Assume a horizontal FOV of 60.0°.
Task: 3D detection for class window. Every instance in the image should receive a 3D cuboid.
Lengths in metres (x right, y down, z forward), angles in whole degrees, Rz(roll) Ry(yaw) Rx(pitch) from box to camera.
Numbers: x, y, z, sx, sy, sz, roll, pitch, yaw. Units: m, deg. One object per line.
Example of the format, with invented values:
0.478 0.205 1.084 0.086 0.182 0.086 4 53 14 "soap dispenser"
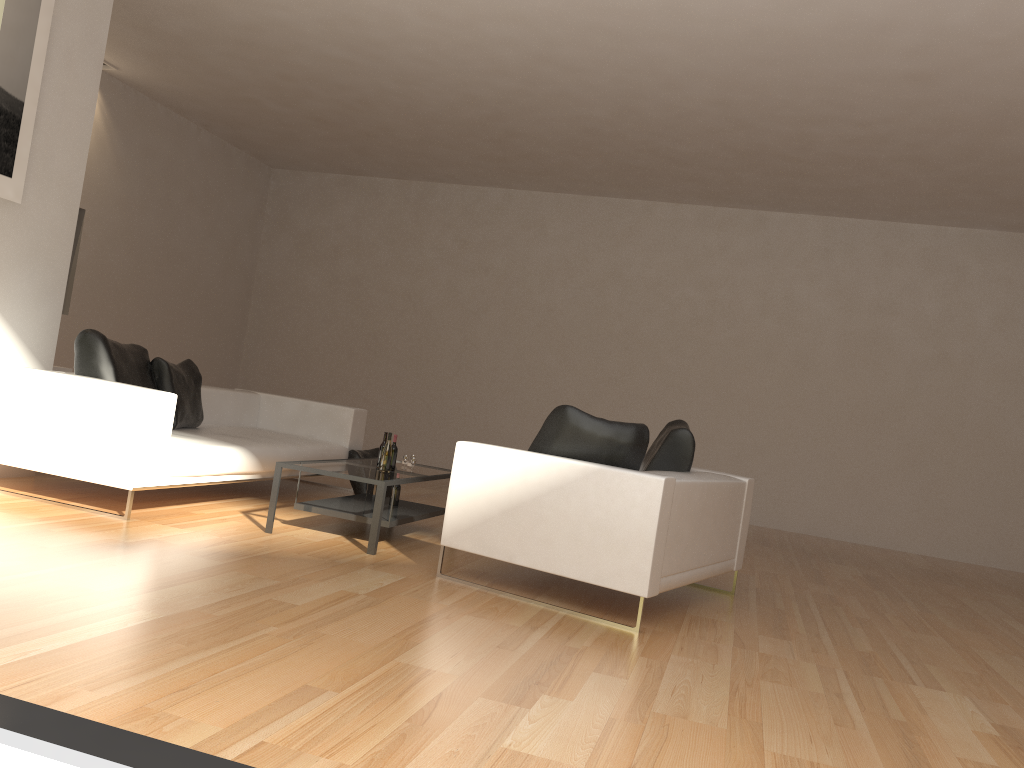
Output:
-0.366 -0.672 1.984 5.198 3.189 0.152 8 -1 15 "window"

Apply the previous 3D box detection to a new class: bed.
-2.275 0.414 6.620 1.262 0.761 3.075 8 -1 15 "bed"

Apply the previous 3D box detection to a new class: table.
-0.903 0.791 5.947 0.709 0.460 1.566 8 -1 15 "table"

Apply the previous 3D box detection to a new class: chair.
0.538 0.811 5.210 1.262 0.761 1.671 8 -2 30 "chair"

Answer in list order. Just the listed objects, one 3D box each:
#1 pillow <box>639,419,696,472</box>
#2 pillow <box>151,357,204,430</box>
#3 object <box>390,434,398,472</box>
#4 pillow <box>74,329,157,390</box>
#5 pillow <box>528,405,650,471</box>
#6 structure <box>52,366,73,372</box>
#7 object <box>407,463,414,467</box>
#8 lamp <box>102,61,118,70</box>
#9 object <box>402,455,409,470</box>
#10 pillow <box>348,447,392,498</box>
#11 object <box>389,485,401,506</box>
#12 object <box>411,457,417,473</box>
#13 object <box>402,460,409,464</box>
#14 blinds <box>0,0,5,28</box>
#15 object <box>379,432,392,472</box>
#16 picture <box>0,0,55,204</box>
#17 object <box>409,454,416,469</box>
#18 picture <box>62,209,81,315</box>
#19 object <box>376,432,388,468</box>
0.946 0.540 5.557 0.324 0.666 0.506 9 -1 5 "pillow"
-2.441 0.068 6.462 0.270 0.524 0.628 9 -1 -1 "pillow"
-0.784 0.455 5.840 0.059 0.244 0.059 8 -1 15 "object"
-2.583 0.006 5.831 0.346 0.666 0.755 9 -1 1 "pillow"
0.370 0.425 4.724 0.660 0.598 0.291 9 -1 5 "pillow"
-4.677 -0.307 5.673 1.839 1.403 4.625 8 -1 15 "structure"
-0.723 0.576 6.347 0.052 0.021 0.052 8 -2 38 "object"
-4.182 -3.312 8.864 0.243 0.166 0.446 8 -1 15 "lamp"
-0.730 0.536 6.066 0.039 0.101 0.039 9 -2 -27 "object"
-1.234 0.789 7.763 0.340 0.457 0.503 8 -2 34 "pillow"
-0.802 0.735 6.131 0.065 0.217 0.065 9 -1 -3 "object"
-0.667 0.543 5.966 0.039 0.101 0.039 10 -2 -33 "object"
-0.774 0.571 6.461 0.052 0.021 0.052 9 -1 -7 "object"
-2.191 -1.267 2.729 1.409 3.861 0.143 8 -1 12 "blinds"
-0.805 0.442 5.730 0.067 0.257 0.068 8 -2 33 "object"
-3.106 -1.870 5.120 0.004 1.431 0.979 8 -1 15 "picture"
-0.696 0.545 6.216 0.039 0.101 0.039 9 -2 -27 "object"
-4.681 -1.294 8.877 0.005 1.155 0.802 8 -1 15 "picture"
-0.858 0.444 5.915 0.057 0.248 0.057 8 -2 33 "object"
